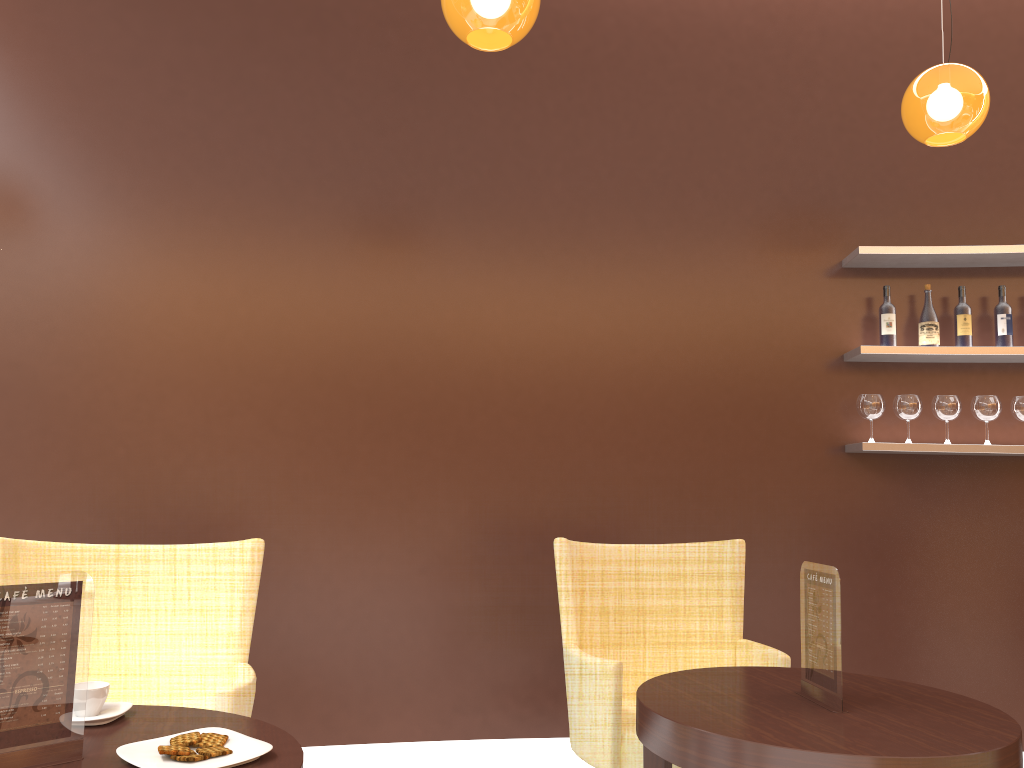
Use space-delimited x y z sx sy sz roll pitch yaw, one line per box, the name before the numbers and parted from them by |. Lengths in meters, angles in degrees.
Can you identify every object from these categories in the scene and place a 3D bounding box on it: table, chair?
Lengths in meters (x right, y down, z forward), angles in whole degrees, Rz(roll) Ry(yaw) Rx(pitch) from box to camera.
table | -0.825 1.009 1.520 0.874 0.679 0.872 -2 -7 25
chair | 0.510 1.030 2.915 0.729 1.017 0.685 3 -7 -14
table | 0.739 1.119 2.138 0.874 0.679 0.872 -2 -7 25
chair | -1.040 0.921 2.301 0.729 1.017 0.685 4 -7 -18

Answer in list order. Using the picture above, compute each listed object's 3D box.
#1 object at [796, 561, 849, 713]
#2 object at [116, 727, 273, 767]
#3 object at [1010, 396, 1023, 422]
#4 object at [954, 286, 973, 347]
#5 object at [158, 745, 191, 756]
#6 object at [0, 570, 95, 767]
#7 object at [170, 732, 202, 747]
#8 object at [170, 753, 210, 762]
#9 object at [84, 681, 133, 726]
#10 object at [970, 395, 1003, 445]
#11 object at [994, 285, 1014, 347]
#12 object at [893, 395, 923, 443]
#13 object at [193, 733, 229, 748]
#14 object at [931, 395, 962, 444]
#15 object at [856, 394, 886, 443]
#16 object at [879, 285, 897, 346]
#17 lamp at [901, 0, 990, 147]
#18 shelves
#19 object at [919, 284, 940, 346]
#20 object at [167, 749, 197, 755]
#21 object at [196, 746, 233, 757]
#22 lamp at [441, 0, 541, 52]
object | 0.766 0.617 2.203 0.042 0.335 0.209 2 -6 -7
object | -0.580 0.676 1.624 0.234 0.020 0.234 -4 -8 40
object | 2.245 0.166 3.866 0.125 0.221 0.125 1 -6 3
object | 2.017 -0.291 3.967 0.073 0.297 0.073 -4 -8 38
object | -0.605 0.656 1.588 0.055 0.016 0.052 4 -7 -22
object | -0.852 0.503 1.561 0.042 0.335 0.209 -5 -9 43
object | -0.613 0.669 1.666 0.054 0.018 0.051 4 -7 -23
object | -0.571 0.664 1.577 0.051 0.018 0.054 -2 -7 26
object | -0.891 0.670 1.870 0.153 0.069 0.153 1 -6 1
object | 2.084 0.165 3.894 0.125 0.221 0.125 1 -6 3
object | 2.181 -0.290 3.937 0.073 0.297 0.073 3 -7 -12
object | 1.762 0.162 3.944 0.125 0.221 0.125 1 -6 3
object | -0.567 0.673 1.673 0.055 0.018 0.052 1 -6 3
object | 1.924 0.164 3.922 0.125 0.221 0.125 1 -6 3
object | 1.604 0.160 3.960 0.125 0.221 0.125 1 -6 3
object | 1.692 -0.296 3.996 0.073 0.297 0.073 3 -7 -12
lamp | 1.626 -1.649 3.370 0.299 1.500 0.299 7 -9 -43
shelves | 3.703 -0.187 3.142 4.744 0.902 0.586 -2 -7 26
object | 1.875 -0.297 3.992 0.086 0.303 0.086 7 -9 -42
object | -0.607 0.671 1.618 0.054 0.018 0.051 6 -8 -34
object | -0.542 0.668 1.612 0.055 0.014 0.053 7 -8 -38
lamp | -0.048 -1.766 2.719 0.299 1.500 0.299 8 -9 -43
